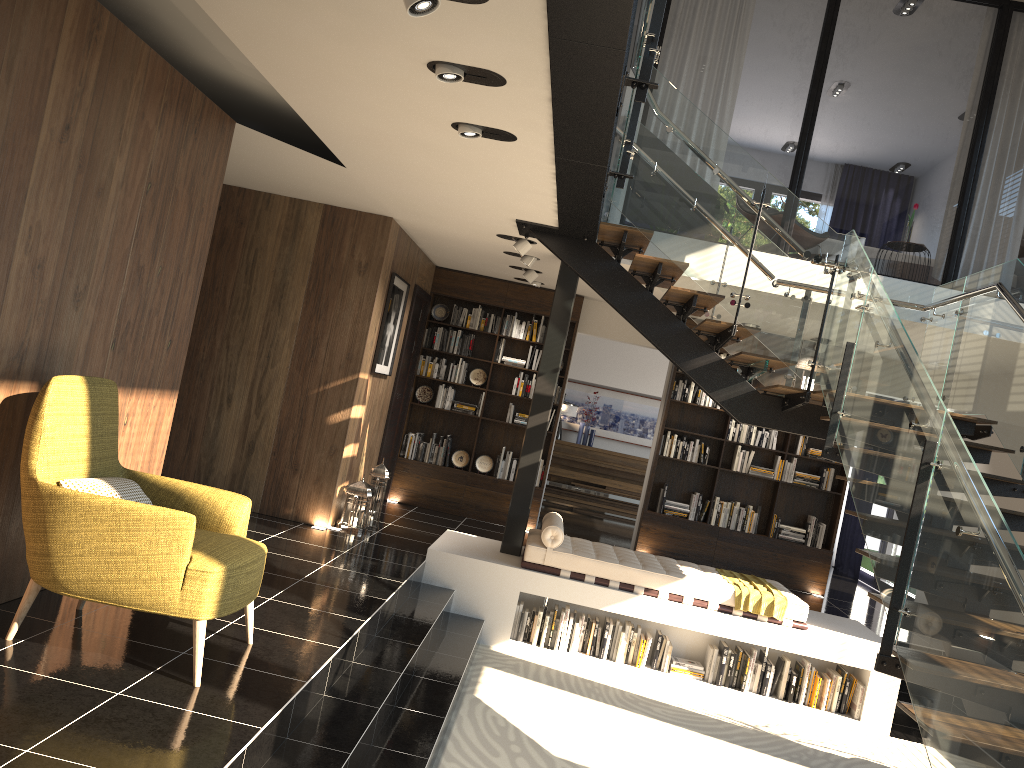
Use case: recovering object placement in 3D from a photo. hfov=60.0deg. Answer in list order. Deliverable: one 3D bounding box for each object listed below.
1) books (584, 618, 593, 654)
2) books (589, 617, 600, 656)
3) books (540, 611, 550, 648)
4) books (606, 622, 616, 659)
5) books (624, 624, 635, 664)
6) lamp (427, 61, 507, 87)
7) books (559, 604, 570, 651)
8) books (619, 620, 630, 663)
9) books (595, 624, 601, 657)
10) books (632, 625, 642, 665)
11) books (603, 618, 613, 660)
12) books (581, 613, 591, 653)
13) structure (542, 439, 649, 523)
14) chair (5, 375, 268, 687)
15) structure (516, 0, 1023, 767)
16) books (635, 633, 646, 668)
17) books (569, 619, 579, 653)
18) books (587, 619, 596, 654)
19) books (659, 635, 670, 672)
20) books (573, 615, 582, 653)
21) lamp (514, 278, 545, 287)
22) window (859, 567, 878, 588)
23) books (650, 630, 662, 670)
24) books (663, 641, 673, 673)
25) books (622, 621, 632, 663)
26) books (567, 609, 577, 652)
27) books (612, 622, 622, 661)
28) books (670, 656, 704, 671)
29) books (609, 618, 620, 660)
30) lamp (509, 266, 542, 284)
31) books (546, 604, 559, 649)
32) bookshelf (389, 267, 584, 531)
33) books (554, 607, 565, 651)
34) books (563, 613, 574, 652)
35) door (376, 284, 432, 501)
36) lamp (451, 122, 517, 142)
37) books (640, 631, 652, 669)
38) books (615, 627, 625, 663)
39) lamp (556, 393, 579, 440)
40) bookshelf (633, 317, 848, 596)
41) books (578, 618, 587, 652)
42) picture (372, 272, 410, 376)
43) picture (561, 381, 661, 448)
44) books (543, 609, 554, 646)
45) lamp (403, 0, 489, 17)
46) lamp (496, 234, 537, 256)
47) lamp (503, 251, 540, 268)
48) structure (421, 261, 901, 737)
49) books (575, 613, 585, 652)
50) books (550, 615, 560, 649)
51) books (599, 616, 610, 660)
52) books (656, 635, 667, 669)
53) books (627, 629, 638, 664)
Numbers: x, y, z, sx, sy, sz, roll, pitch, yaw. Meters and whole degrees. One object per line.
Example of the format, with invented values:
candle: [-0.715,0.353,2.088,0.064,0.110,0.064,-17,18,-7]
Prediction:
books: [0.615,2.032,7.162,0.023,0.260,0.133,12,0,4]
books: [0.660,2.029,7.134,0.028,0.282,0.173,12,-1,4]
books: [0.263,1.959,7.091,0.027,0.254,0.204,12,-1,4]
books: [0.794,2.064,7.146,0.029,0.271,0.128,12,0,4]
books: [0.938,2.082,7.120,0.023,0.293,0.157,12,0,4]
lamp: [-0.181,-1.356,3.747,0.346,0.177,0.195,12,-1,4]
books: [0.421,1.949,7.103,0.051,0.338,0.187,12,0,4]
books: [0.895,2.067,7.124,0.026,0.305,0.187,12,-1,4]
books: [0.694,2.061,7.145,0.050,0.234,0.149,12,-1,4]
books: [1.001,2.096,7.141,0.036,0.293,0.128,12,0,4]
books: [0.768,2.047,7.130,0.025,0.293,0.205,12,-1,4]
books: [0.595,2.015,7.179,0.025,0.285,0.137,12,0,4]
structure: [1.574,1.518,13.375,6.275,0.981,0.886,12,-1,4]
chair: [-1.593,0.588,3.900,1.030,1.097,0.808,12,-1,3]
structure: [1.328,0.248,3.722,3.447,4.868,7.281,12,-1,3]
books: [1.023,2.131,7.095,0.028,0.232,0.206,12,-1,4]
books: [0.495,2.015,7.104,0.029,0.240,0.165,12,-1,4]
books: [0.635,2.035,7.144,0.019,0.261,0.183,12,-1,4]
books: [1.223,2.161,7.114,0.020,0.257,0.154,12,-1,4]
books: [0.524,2.006,7.116,0.021,0.270,0.148,12,0,4]
lamp: [0.195,-1.164,9.634,0.346,0.177,0.195,12,-1,4]
window: [4.995,1.430,11.488,0.184,2.475,2.982,12,-1,4]
books: [1.158,2.134,7.128,0.030,0.284,0.176,12,-1,4]
books: [1.243,2.185,7.113,0.030,0.218,0.186,12,-1,4]
books: [0.918,2.072,7.117,0.020,0.305,0.172,12,0,4]
books: [0.479,1.974,7.108,0.021,0.313,0.139,12,0,4]
books: [0.843,2.066,7.133,0.025,0.287,0.169,12,-1,4]
books: [1.401,2.242,7.119,0.249,0.026,0.148,12,-1,1]
books: [0.823,2.051,7.143,0.023,0.308,0.126,12,0,4]
lamp: [0.137,-1.147,8.857,0.346,0.262,0.195,12,-1,4]
books: [0.325,1.937,7.091,0.030,0.322,0.203,12,-1,4]
bookshelf: [-0.296,0.170,10.042,1.703,2.682,0.273,12,0,4]
books: [0.379,1.955,7.086,0.028,0.309,0.211,12,-1,4]
books: [0.452,1.984,7.100,0.025,0.282,0.149,12,0,4]
door: [-1.224,0.141,9.482,0.104,2.347,0.931,12,0,4]
lamp: [-0.132,-1.331,4.522,0.346,0.177,0.195,12,-1,4]
books: [1.065,2.127,7.101,0.050,0.258,0.215,12,-1,4]
books: [0.863,2.090,7.108,0.027,0.246,0.193,12,-1,4]
lamp: [0.735,0.493,13.384,0.470,0.725,0.470,12,-1,-4]
bookshelf: [2.658,0.790,9.843,2.089,2.682,0.273,12,0,4]
books: [0.567,2.029,7.181,0.026,0.247,0.149,12,-1,4]
picture: [-1.119,-0.535,8.262,0.028,0.911,0.748,12,-1,4]
picture: [2.200,0.612,13.542,3.542,0.748,0.035,12,0,4]
books: [0.294,1.953,7.121,0.028,0.279,0.120,12,0,4]
lamp: [-0.238,-1.347,2.974,0.346,0.247,0.195,12,-1,4]
lamp: [0.039,-1.198,7.312,0.346,0.262,0.195,12,-1,4]
lamp: [0.091,-1.188,8.084,0.346,0.231,0.195,12,-1,4]
structure: [1.417,0.754,7.505,3.781,3.244,1.149,12,0,4]
books: [0.548,1.998,7.137,0.020,0.295,0.102,12,0,4]
books: [0.346,1.985,7.112,0.029,0.237,0.147,12,-1,4]
books: [0.740,2.037,7.119,0.033,0.299,0.196,12,-1,4]
books: [1.192,2.158,7.142,0.045,0.251,0.142,12,0,4]
books: [0.963,2.109,7.133,0.034,0.252,0.151,12,-1,4]
